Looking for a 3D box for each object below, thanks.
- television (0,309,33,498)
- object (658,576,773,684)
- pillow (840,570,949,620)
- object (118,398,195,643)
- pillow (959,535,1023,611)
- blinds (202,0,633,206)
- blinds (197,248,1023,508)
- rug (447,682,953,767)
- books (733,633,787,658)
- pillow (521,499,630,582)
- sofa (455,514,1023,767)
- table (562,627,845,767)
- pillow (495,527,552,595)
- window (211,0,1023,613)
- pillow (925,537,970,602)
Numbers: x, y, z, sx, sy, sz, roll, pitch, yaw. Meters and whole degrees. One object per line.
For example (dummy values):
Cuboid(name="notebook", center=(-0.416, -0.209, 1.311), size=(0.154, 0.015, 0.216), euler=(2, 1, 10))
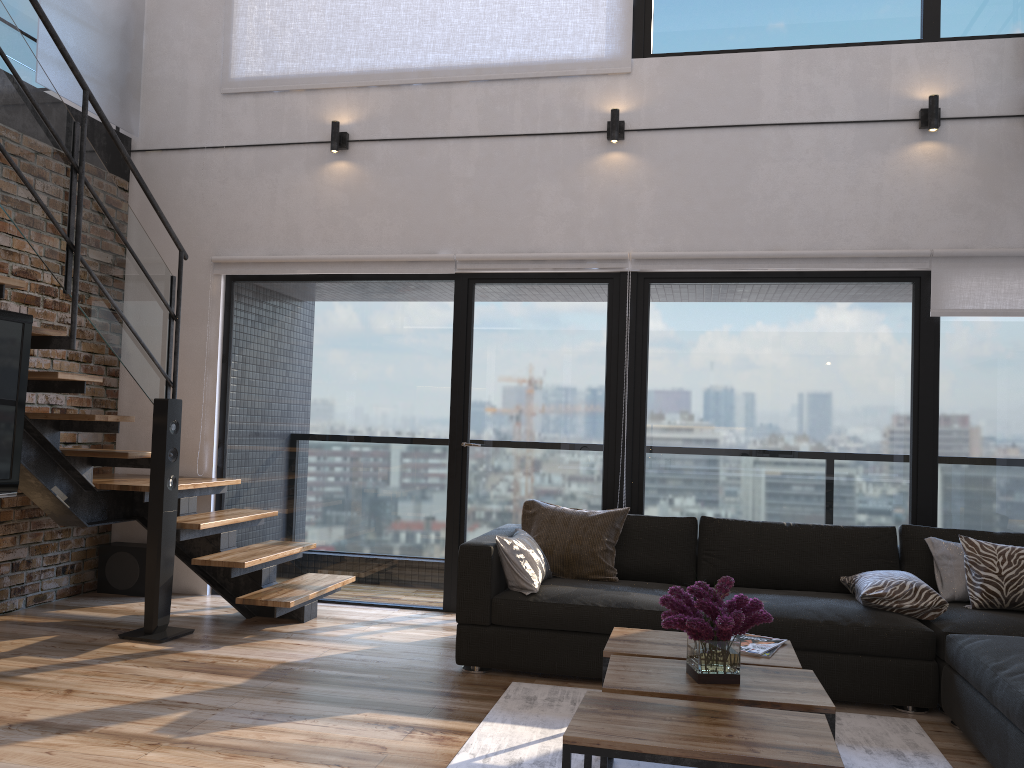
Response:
Cuboid(name="television", center=(-2.214, 0.063, 3.134), size=(0.136, 0.783, 1.208), euler=(1, -3, 12))
Cuboid(name="object", center=(0.626, 0.735, 2.735), size=(0.341, 0.342, 0.375), euler=(1, -3, 13))
Cuboid(name="pillow", center=(1.712, 0.941, 4.014), size=(0.356, 0.177, 0.531), euler=(1, -3, 10))
Cuboid(name="object", center=(-1.782, 0.678, 4.525), size=(0.271, 1.205, 0.271), euler=(1, -2, 17))
Cuboid(name="pillow", center=(2.274, 0.848, 3.925), size=(0.531, 0.314, 0.250), euler=(1, -3, 16))
Cuboid(name="blinds", center=(-1.814, -2.668, 4.765), size=(10.204, 2.974, 1.996), euler=(2, -3, -9))
Cuboid(name="blinds", center=(0.668, 0.259, 5.052), size=(5.368, 2.043, 0.096), euler=(1, -2, 12))
Cuboid(name="rug", center=(0.584, 1.251, 2.660), size=(1.636, 0.003, 2.115), euler=(1, -3, 12))
Cuboid(name="books", center=(0.847, 0.932, 3.176), size=(0.228, 0.013, 0.295), euler=(0, -4, 33))
Cuboid(name="pillow", center=(0.285, 0.799, 4.541), size=(0.609, 0.382, 0.265), euler=(1, -3, 12))
Cuboid(name="sofa", center=(1.130, 0.952, 3.207), size=(3.043, 0.700, 3.001), euler=(1, -3, 12))
Cuboid(name="table", center=(0.592, 1.079, 2.705), size=(0.697, 0.350, 1.299), euler=(1, -3, 12))
Cuboid(name="pillow", center=(0.066, 0.841, 4.241), size=(0.212, 0.265, 0.499), euler=(1, -3, 13))
Cuboid(name="window", center=(0.160, -1.297, 3.539), size=(13.396, 5.564, 5.667), euler=(1, -3, 12))
Cuboid(name="pillow", center=(2.243, 0.879, 4.090), size=(0.611, 0.294, 0.235), euler=(1, -3, 13))
